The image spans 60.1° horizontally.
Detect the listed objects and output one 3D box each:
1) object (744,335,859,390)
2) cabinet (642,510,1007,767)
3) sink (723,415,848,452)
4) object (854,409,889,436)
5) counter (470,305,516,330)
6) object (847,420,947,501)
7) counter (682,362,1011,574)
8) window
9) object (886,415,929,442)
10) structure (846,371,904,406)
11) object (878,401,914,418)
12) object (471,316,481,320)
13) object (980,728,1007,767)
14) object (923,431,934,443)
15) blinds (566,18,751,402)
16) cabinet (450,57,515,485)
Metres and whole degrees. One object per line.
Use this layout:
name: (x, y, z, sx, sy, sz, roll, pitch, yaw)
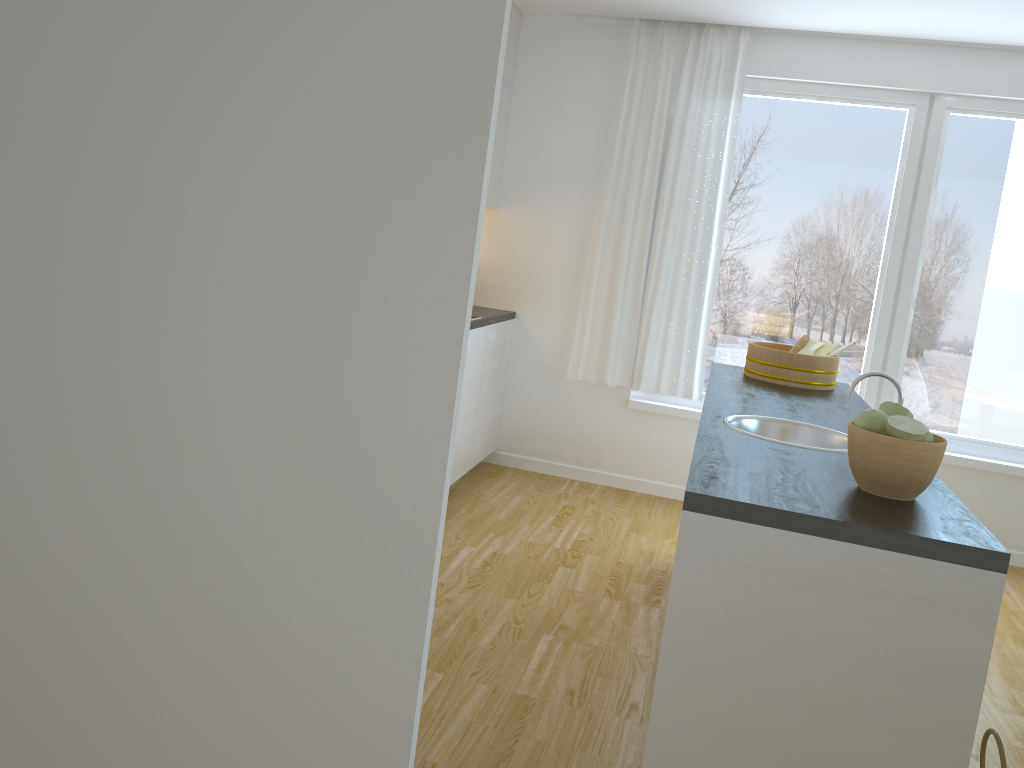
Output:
object: (1.214, -0.119, 3.796, 0.381, 0.212, 0.430, 15, 12, 41)
cabinet: (0.862, 0.591, 2.923, 0.602, 0.903, 2.415, 9, 9, 13)
sink: (0.808, 0.214, 2.582, 0.404, 0.156, 0.407, 1, 11, -35)
object: (0.819, 0.104, 2.002, 0.087, 0.098, 0.102, 13, 9, 34)
counter: (-0.510, -0.335, 4.471, 0.601, 0.040, 2.012, 10, 10, 13)
object: (0.853, 0.175, 1.987, 0.204, 0.141, 0.207, 4, 9, -25)
counter: (0.924, 0.126, 2.873, 0.602, 0.040, 2.415, 10, 10, 13)
window: (2.161, -0.639, 4.926, 2.732, 1.905, 0.089, 10, 6, 13)
object: (0.855, 0.108, 1.919, 0.086, 0.065, 0.084, 11, 9, 25)
structure: (1.026, 0.076, 2.489, 0.162, 0.214, 0.097, 9, 7, 13)
object: (0.884, 0.076, 2.043, 0.078, 0.071, 0.074, 14, 10, 38)
object: (-0.509, -0.354, 4.474, 0.563, 0.013, 0.658, 10, 10, 13)
object: (1.437, 1.037, 2.000, 1.188, 0.498, 0.475, 6, 8, -9)
object: (0.895, 0.132, 1.985, 0.081, 0.085, 0.098, 4, 9, -22)
blinds: (0.841, -1.017, 5.028, 0.796, 2.145, 0.150, 9, 6, 13)
cabinet: (-0.553, -0.560, 3.844, 0.482, 2.284, 3.220, 9, 8, 13)
